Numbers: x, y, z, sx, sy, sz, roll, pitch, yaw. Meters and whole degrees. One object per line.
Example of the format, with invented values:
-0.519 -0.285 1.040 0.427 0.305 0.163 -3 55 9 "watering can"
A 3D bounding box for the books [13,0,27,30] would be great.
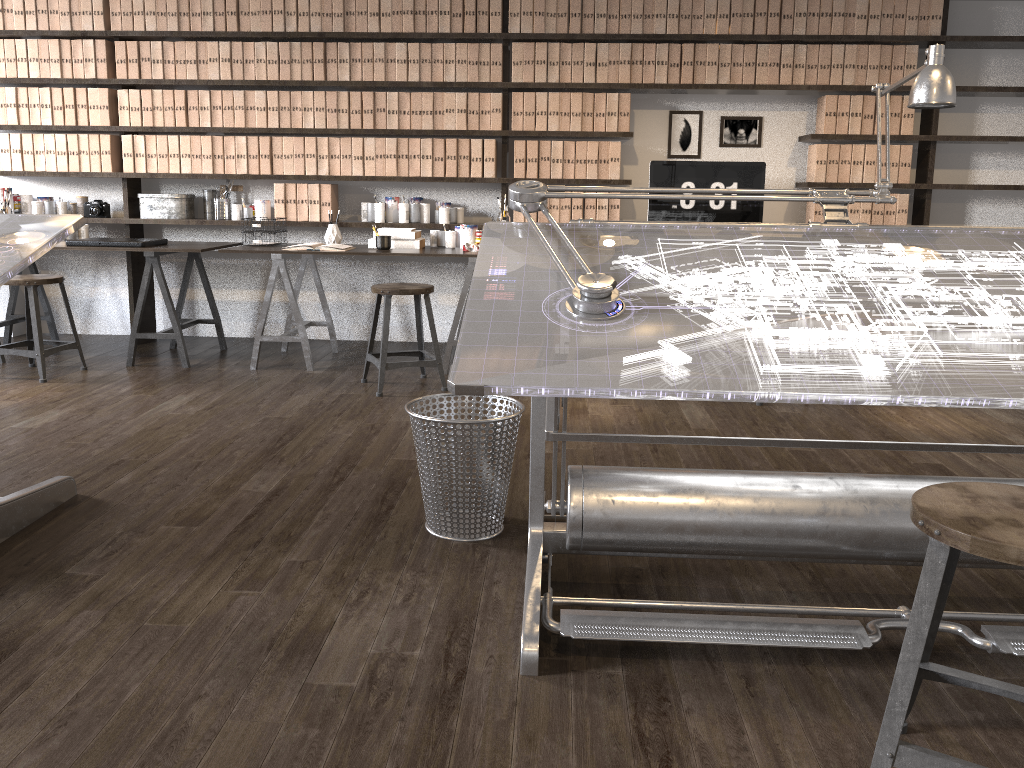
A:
-2.907 -2.216 5.311 0.067 0.223 0.176 1 11 3 "books"

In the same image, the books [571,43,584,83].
0.385 -1.871 5.196 0.067 0.224 0.176 1 11 3 "books"

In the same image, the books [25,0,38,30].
-2.834 -2.214 5.305 0.067 0.224 0.176 1 11 3 "books"

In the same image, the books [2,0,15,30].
-2.969 -2.218 5.315 0.067 0.223 0.176 1 11 3 "books"

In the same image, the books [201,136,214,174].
-1.823 -1.391 5.389 0.067 0.224 0.176 1 11 3 "books"

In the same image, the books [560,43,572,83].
0.315 -1.873 5.202 0.067 0.224 0.176 1 11 3 "books"

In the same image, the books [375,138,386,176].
-0.776 -1.365 5.343 0.067 0.223 0.176 1 11 3 "books"

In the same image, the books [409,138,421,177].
-0.571 -1.360 5.334 0.067 0.224 0.176 1 11 3 "books"

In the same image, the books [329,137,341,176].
-1.051 -1.373 5.358 0.067 0.224 0.176 1 11 3 "books"

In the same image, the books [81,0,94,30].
-2.495 -2.206 5.291 0.067 0.223 0.176 1 11 3 "books"

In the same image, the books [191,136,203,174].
-1.889 -1.393 5.397 0.067 0.223 0.176 1 11 3 "books"

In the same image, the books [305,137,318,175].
-1.193 -1.375 5.358 0.067 0.224 0.176 1 11 3 "books"

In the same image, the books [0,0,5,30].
-3.036 -2.219 5.314 0.067 0.224 0.176 1 11 3 "books"

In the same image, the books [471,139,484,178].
-0.205 -1.350 5.311 0.067 0.224 0.176 1 11 3 "books"

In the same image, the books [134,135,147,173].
-2.234 -1.402 5.412 0.067 0.224 0.176 1 11 3 "books"

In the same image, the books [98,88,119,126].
-2.431 -1.671 5.374 0.067 0.224 0.176 1 11 3 "books"

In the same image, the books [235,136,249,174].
-1.614 -1.386 5.381 0.067 0.224 0.176 1 11 3 "books"

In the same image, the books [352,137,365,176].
-0.911 -1.368 5.346 0.067 0.224 0.176 1 11 3 "books"

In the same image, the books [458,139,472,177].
-0.280 -1.353 5.320 0.067 0.223 0.176 1 11 3 "books"

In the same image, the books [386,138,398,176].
-0.709 -1.362 5.335 0.067 0.224 0.176 1 11 3 "books"

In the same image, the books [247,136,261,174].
-1.542 -1.385 5.382 0.067 0.224 0.176 1 11 3 "books"

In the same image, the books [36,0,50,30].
-2.764 -2.213 5.306 0.067 0.224 0.176 1 11 3 "books"

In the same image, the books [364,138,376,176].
-0.839 -1.366 5.344 0.067 0.223 0.176 1 11 3 "books"

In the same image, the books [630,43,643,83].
0.724 -1.862 5.180 0.067 0.224 0.176 1 11 3 "books"

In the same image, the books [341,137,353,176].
-0.981 -1.370 5.353 0.067 0.224 0.176 1 11 3 "books"

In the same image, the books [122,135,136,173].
-2.306 -1.403 5.412 0.067 0.224 0.176 1 11 3 "books"

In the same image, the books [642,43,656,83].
0.795 -1.860 5.177 0.067 0.224 0.176 1 11 3 "books"

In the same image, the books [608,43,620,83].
0.590 -1.865 5.186 0.067 0.223 0.176 1 11 3 "books"

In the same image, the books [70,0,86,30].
-2.558 -2.208 5.295 0.067 0.223 0.176 1 11 3 "books"

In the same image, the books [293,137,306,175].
-1.265 -1.376 5.362 0.067 0.224 0.176 1 11 3 "books"

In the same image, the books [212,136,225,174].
-1.755 -1.390 5.392 0.067 0.224 0.176 1 11 3 "books"

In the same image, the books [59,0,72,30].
-2.625 -2.209 5.294 0.067 0.224 0.176 1 11 3 "books"

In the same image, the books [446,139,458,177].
-0.354 -1.354 5.318 0.067 0.224 0.176 1 11 3 "books"

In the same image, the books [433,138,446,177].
-0.429 -1.357 5.328 0.067 0.224 0.176 1 11 3 "books"

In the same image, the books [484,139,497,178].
-0.127 -1.348 5.309 0.067 0.223 0.176 1 11 3 "books"

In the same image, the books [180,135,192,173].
-1.952 -1.394 5.398 0.067 0.223 0.176 1 11 3 "books"

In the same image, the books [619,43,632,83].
0.657 -1.863 5.178 0.067 0.224 0.176 1 11 3 "books"

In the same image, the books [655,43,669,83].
0.866 -1.858 5.170 0.067 0.224 0.176 1 11 3 "books"

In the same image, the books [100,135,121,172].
-2.439 -1.406 5.420 0.067 0.224 0.176 1 11 3 "books"

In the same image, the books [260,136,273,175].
-1.468 -1.382 5.373 0.067 0.224 0.176 1 11 3 "books"

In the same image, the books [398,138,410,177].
-0.642 -1.362 5.337 0.067 0.224 0.176 1 11 3 "books"

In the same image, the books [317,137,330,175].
-1.120 -1.373 5.358 0.067 0.224 0.176 1 11 3 "books"

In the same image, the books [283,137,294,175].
-1.328 -1.379 5.369 0.067 0.223 0.176 1 11 3 "books"

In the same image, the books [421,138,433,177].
-0.500 -1.357 5.326 0.067 0.224 0.176 1 11 3 "books"

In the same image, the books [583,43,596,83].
0.455 -1.868 5.189 0.067 0.224 0.176 1 11 3 "books"

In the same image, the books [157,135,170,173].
-2.094 -1.399 5.407 0.067 0.224 0.176 1 11 3 "books"

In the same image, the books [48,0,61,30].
-2.694 -2.212 5.304 0.067 0.224 0.176 1 11 3 "books"

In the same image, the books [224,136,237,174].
-1.684 -1.388 5.388 0.067 0.224 0.176 1 11 3 "books"

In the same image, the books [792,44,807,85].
1.645 -1.838 5.133 0.067 0.224 0.176 1 11 3 "books"

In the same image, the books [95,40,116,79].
-2.430 -1.943 5.335 0.067 0.224 0.176 1 11 3 "books"

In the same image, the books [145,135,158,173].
-2.164 -1.401 5.413 0.067 0.224 0.176 1 11 3 "books"

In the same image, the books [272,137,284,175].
-1.393 -1.381 5.375 0.067 0.223 0.176 1 11 3 "books"

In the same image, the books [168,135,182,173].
-2.024 -1.396 5.400 0.067 0.224 0.176 1 11 3 "books"

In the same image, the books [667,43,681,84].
0.937 -1.857 5.171 0.067 0.224 0.176 1 11 3 "books"
